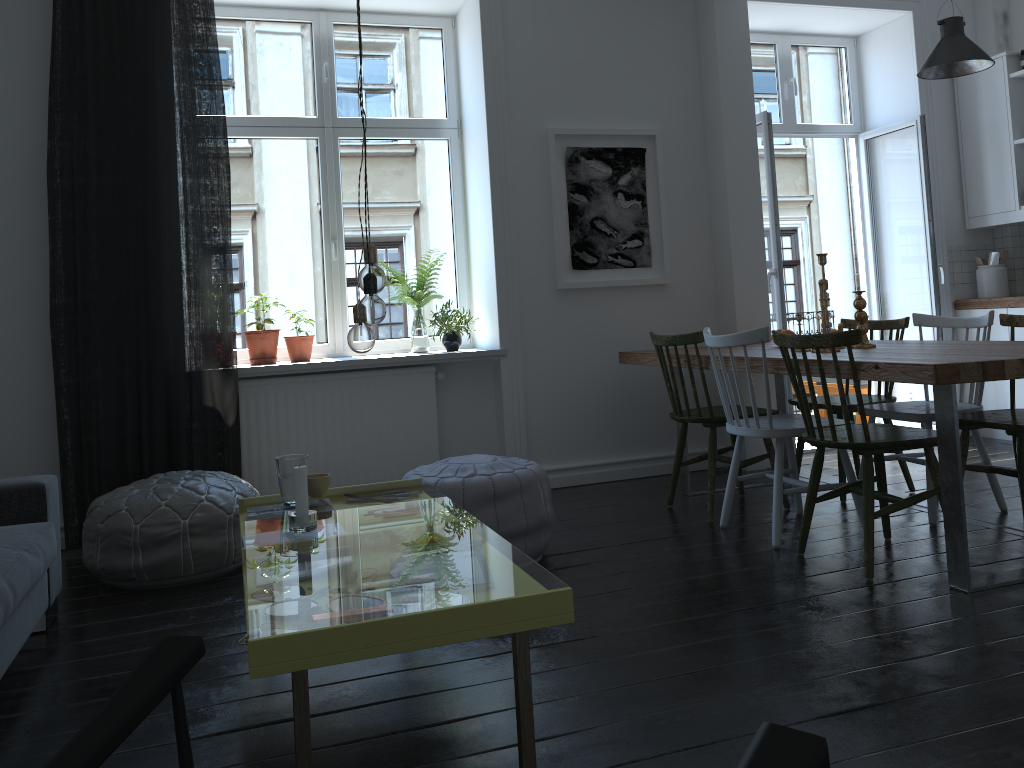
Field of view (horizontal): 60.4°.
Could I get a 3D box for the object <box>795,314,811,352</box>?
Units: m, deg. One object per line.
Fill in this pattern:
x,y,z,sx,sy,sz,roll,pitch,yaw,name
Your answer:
1.240,-0.219,3.789,0.080,0.161,0.080,-4,-1,29,object

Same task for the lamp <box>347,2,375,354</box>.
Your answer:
-0.437,-0.831,2.377,0.089,1.504,0.074,-4,-3,6,lamp

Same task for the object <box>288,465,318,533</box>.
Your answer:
-0.558,0.302,2.337,0.074,0.174,0.074,-4,-2,17,object

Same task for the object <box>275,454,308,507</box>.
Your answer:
-0.669,0.295,2.692,0.097,0.147,0.098,-4,-1,33,object

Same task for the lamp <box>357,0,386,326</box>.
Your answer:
-0.398,-0.900,2.289,0.074,1.504,0.086,-5,-3,33,lamp

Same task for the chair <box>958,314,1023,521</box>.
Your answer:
1.963,0.148,3.369,0.486,0.831,0.465,-3,-1,-19,chair

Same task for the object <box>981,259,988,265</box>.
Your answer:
3.050,-0.682,5.652,0.061,0.252,0.117,-4,-1,12,object

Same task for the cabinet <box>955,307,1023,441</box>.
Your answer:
3.495,-0.002,4.226,0.730,0.815,3.183,-3,4,-10,cabinet

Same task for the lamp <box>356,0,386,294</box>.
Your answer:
-0.412,-0.986,2.358,0.074,1.504,0.074,-5,-3,29,lamp

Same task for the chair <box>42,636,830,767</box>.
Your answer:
-0.170,0.399,0.484,0.610,1.009,0.907,-4,0,27,chair

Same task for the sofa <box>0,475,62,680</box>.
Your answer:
-1.695,0.533,1.807,1.086,0.724,2.370,-4,4,-18,sofa

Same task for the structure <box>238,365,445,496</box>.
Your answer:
-0.846,0.255,4.494,1.066,0.631,0.073,-4,-2,-18,structure

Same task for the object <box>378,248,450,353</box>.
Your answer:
-0.513,-0.455,4.890,0.391,0.568,0.329,-4,-1,36,object

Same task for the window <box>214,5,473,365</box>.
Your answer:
-1.021,-1.143,4.965,1.571,1.996,0.106,-3,-2,-18,window

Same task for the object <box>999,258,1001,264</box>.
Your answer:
3.111,-0.681,5.611,0.050,0.248,0.114,-5,-2,37,object

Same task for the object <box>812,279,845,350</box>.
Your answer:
1.385,-0.308,3.887,0.140,0.312,0.140,-4,-2,25,object

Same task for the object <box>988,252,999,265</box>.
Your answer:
3.072,-0.701,5.629,0.141,0.291,0.064,-2,-3,-44,object

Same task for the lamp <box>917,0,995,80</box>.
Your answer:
2.138,-1.487,5.913,0.493,2.518,2.695,-3,1,-18,lamp

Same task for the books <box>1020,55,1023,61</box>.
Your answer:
3.288,-1.985,5.249,0.288,0.031,0.351,-5,4,-18,books

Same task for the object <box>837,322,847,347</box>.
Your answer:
1.486,-0.222,3.976,0.102,0.114,0.102,-4,0,-32,object

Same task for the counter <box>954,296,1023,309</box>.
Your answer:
3.411,-0.432,4.234,0.848,0.074,3.096,-5,4,-18,counter

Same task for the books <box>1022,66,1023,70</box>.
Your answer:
3.290,-1.917,5.245,0.260,0.044,0.351,-5,4,-16,books

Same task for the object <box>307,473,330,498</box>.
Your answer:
-0.620,0.325,2.798,0.086,0.067,0.087,-3,2,10,object

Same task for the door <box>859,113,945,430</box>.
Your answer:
2.565,-0.709,5.790,0.105,2.035,0.582,-2,-2,-24,door

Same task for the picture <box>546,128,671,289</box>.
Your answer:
0.541,-0.993,4.971,0.689,0.892,0.083,-3,-2,-18,picture

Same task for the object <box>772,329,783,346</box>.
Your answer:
1.328,-0.227,4.348,0.084,0.090,0.087,-4,1,-28,object

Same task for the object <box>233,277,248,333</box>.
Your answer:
-1.516,-0.337,4.545,0.301,0.501,0.332,-3,-1,-35,object

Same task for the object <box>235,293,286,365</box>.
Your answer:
-1.312,-0.288,4.600,0.258,0.371,0.234,-3,-1,-6,object

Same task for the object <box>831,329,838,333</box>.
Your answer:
1.495,-0.214,4.083,0.084,0.084,0.089,-4,1,-5,object

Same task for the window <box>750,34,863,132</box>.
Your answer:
1.861,-2.032,5.944,1.182,0.661,0.105,-4,-2,-18,window

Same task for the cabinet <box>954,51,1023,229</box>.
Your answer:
3.519,-0.763,3.950,0.781,2.375,3.786,-3,2,-14,cabinet

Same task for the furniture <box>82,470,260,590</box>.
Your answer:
-1.355,0.560,3.554,0.681,0.383,0.678,-4,3,-18,furniture

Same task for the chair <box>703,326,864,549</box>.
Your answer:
1.072,0.177,3.586,0.511,0.846,0.464,-3,-1,-18,chair

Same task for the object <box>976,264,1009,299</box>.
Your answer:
3.066,-0.655,5.622,0.174,0.209,0.173,-3,0,-13,object

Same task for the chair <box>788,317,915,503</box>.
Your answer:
1.646,0.099,4.286,0.486,0.830,0.465,-3,-1,-19,chair

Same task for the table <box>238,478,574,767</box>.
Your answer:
-0.371,0.583,2.259,0.601,0.400,1.399,-4,4,-18,table

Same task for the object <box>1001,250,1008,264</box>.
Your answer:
3.110,-0.703,5.604,0.056,0.297,0.130,-2,-2,-38,object

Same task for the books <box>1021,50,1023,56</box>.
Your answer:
3.278,-2.020,5.261,0.259,0.038,0.325,-5,4,-16,books

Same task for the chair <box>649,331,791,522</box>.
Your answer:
0.938,0.159,4.057,0.486,0.831,0.465,-3,-1,-19,chair

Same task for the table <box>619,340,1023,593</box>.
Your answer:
1.414,0.203,3.804,1.020,0.717,2.224,-4,4,-18,table

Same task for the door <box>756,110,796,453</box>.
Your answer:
1.491,-0.619,5.440,0.105,2.035,0.582,-3,-2,-12,door

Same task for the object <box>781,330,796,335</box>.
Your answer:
1.336,-0.220,4.264,0.091,0.088,0.083,-3,1,8,object

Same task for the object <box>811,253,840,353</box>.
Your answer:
1.286,-0.335,3.652,0.113,0.412,0.114,-5,-3,34,object

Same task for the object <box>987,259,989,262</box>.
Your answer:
3.098,-0.683,5.643,0.034,0.251,0.118,-3,-2,-18,object

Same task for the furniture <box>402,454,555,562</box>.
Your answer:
-0.140,0.501,3.473,0.616,0.421,0.608,-4,2,-24,furniture

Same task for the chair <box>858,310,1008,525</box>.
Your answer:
1.828,0.113,3.841,0.511,0.846,0.464,-3,-1,-18,chair

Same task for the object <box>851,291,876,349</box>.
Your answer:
1.501,-0.276,3.785,0.100,0.248,0.100,-4,-2,6,object

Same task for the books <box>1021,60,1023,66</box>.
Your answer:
3.275,-1.954,5.255,0.260,0.031,0.328,-5,4,-20,books

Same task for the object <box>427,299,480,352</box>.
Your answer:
-0.325,-0.326,4.824,0.285,0.296,0.285,-4,1,-13,object

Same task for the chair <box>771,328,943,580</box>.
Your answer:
1.255,0.207,3.140,0.486,0.830,0.465,-3,-1,-19,chair

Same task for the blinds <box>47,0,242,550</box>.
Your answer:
-1.714,-0.776,4.078,0.806,2.987,0.111,-3,-3,-19,blinds

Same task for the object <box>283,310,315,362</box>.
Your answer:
-1.111,-0.256,4.643,0.176,0.279,0.195,-4,-1,39,object

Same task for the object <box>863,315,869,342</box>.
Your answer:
1.549,-0.230,3.866,0.049,0.139,0.049,-3,-2,-18,object

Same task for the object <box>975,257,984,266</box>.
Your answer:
3.025,-0.685,5.652,0.149,0.264,0.054,-3,-2,-43,object

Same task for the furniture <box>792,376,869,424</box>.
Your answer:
2.571,0.080,6.869,0.401,0.375,0.919,-4,3,-18,furniture
